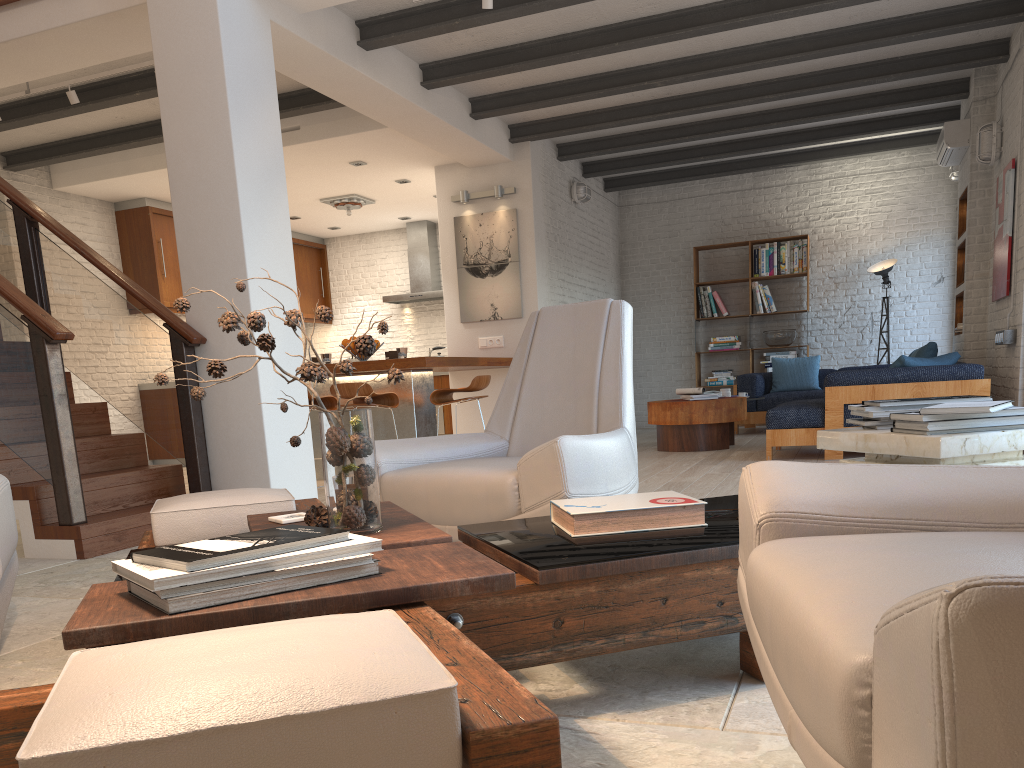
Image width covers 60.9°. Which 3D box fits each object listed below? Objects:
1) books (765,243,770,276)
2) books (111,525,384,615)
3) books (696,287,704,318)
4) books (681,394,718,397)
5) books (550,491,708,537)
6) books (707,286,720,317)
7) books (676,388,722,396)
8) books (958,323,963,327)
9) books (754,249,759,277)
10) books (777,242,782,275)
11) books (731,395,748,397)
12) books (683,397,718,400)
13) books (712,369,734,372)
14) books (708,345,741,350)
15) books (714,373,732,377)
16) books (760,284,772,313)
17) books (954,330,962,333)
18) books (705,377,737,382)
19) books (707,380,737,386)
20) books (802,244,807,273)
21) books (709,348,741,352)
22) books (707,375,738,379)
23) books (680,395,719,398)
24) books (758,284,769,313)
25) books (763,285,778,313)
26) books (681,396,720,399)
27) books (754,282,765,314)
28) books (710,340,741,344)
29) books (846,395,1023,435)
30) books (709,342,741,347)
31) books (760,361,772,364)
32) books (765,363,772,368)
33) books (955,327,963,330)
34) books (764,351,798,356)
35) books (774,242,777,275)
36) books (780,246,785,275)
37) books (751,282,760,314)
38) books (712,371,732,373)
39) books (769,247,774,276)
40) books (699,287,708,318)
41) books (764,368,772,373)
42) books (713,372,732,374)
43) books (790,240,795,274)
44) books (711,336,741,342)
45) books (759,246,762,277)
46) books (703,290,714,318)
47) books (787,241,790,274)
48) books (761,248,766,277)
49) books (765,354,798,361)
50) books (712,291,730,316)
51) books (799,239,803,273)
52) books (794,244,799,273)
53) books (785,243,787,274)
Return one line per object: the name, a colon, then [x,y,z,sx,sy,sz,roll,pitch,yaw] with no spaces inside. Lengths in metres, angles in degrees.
books: [3.074,-1.478,10.464,0.036,0.392,0.238,1,9,21]
books: [-0.447,0.308,1.505,0.396,0.076,0.248,-4,1,-36]
books: [2.357,-1.003,10.837,0.091,0.393,0.238,1,8,21]
books: [1.703,0.101,7.941,0.252,0.011,0.313,-3,0,-4]
books: [0.278,0.316,2.144,0.326,0.057,0.251,-3,1,-8]
books: [2.490,-1.010,10.781,0.121,0.390,0.238,0,8,21]
books: [1.720,0.086,8.015,0.270,0.111,0.320,-5,2,-36]
books: [4.186,-0.541,8.029,0.132,0.034,0.202,-3,1,32]
books: [2.965,-1.444,10.528,0.055,0.337,0.248,1,8,21]
books: [3.197,-1.485,10.421,0.036,0.392,0.238,1,9,21]
books: [2.292,0.129,8.985,0.230,0.023,0.161,-4,0,-20]
books: [1.718,0.132,7.953,0.252,0.011,0.313,-3,0,1]
books: [2.637,-0.166,10.902,0.252,0.017,0.159,-3,0,21]
books: [2.642,-0.449,10.830,0.380,0.037,0.239,-3,0,17]
books: [2.642,-0.113,10.925,0.206,0.034,0.130,-3,1,21]
books: [3.083,-1.026,10.567,0.125,0.356,0.265,0,8,21]
books: [4.183,-0.488,8.047,0.162,0.017,0.248,-3,0,32]
books: [2.627,-0.058,10.928,0.380,0.037,0.240,-3,0,21]
books: [2.646,-0.013,10.921,0.326,0.057,0.250,-3,1,31]
books: [3.479,-1.474,10.334,0.055,0.337,0.248,1,8,21]
books: [2.655,-0.421,10.838,0.356,0.021,0.267,-3,0,21]
books: [2.636,-0.087,10.908,0.380,0.018,0.239,-3,0,14]
books: [1.708,0.112,7.950,0.252,0.011,0.313,-3,0,-9]
books: [3.059,-1.025,10.567,0.125,0.356,0.265,0,8,21]
books: [3.123,-1.020,10.538,0.158,0.336,0.248,0,7,21]
books: [1.721,0.121,7.966,0.252,0.011,0.313,-3,0,-9]
books: [3.005,-1.039,10.574,0.103,0.392,0.238,1,8,21]
books: [2.651,-0.516,10.827,0.356,0.021,0.267,-3,0,20]
books: [1.235,0.087,2.491,0.389,0.081,0.558,-3,0,5]
books: [2.648,-0.486,10.813,0.380,0.037,0.239,-3,0,15]
books: [3.270,-0.274,10.625,0.445,0.021,0.267,-3,0,21]
books: [3.252,-0.235,10.627,0.327,0.057,0.250,-3,1,16]
books: [4.184,-0.514,8.029,0.171,0.019,0.232,-3,0,23]
books: [3.273,-0.370,10.619,0.380,0.037,0.240,-3,0,21]
books: [3.159,-1.483,10.425,0.036,0.392,0.238,1,9,21]
books: [3.237,-1.460,10.395,0.055,0.337,0.248,1,8,21]
books: [2.978,-1.038,10.609,0.101,0.392,0.238,1,8,21]
books: [2.640,-0.154,10.917,0.243,0.008,0.153,-3,0,21]
books: [3.124,-1.453,10.466,0.055,0.337,0.248,1,8,21]
books: [2.395,-1.006,10.831,0.091,0.393,0.238,1,8,21]
books: [3.285,-0.175,10.639,0.380,0.066,0.240,-3,1,8]
books: [2.638,-0.140,10.928,0.237,0.019,0.167,-3,0,14]
books: [3.338,-1.494,10.366,0.036,0.392,0.238,1,9,21]
books: [2.656,-0.555,10.815,0.327,0.057,0.250,-3,1,24]
books: [2.999,-1.460,10.510,0.021,0.367,0.265,1,8,21]
books: [2.451,-0.984,10.834,0.102,0.341,0.248,0,8,21]
books: [3.309,-1.492,10.391,0.036,0.392,0.238,1,9,21]
books: [3.030,-1.448,10.483,0.055,0.337,0.248,1,8,21]
books: [3.282,-0.318,10.631,0.380,0.066,0.239,-3,1,16]
books: [2.586,-0.984,10.774,0.195,0.326,0.249,0,7,21]
books: [3.426,-1.499,10.331,0.036,0.392,0.238,1,9,21]
books: [3.381,-1.468,10.349,0.055,0.337,0.248,1,8,21]
books: [3.277,-1.476,10.392,0.021,0.367,0.265,1,8,21]
